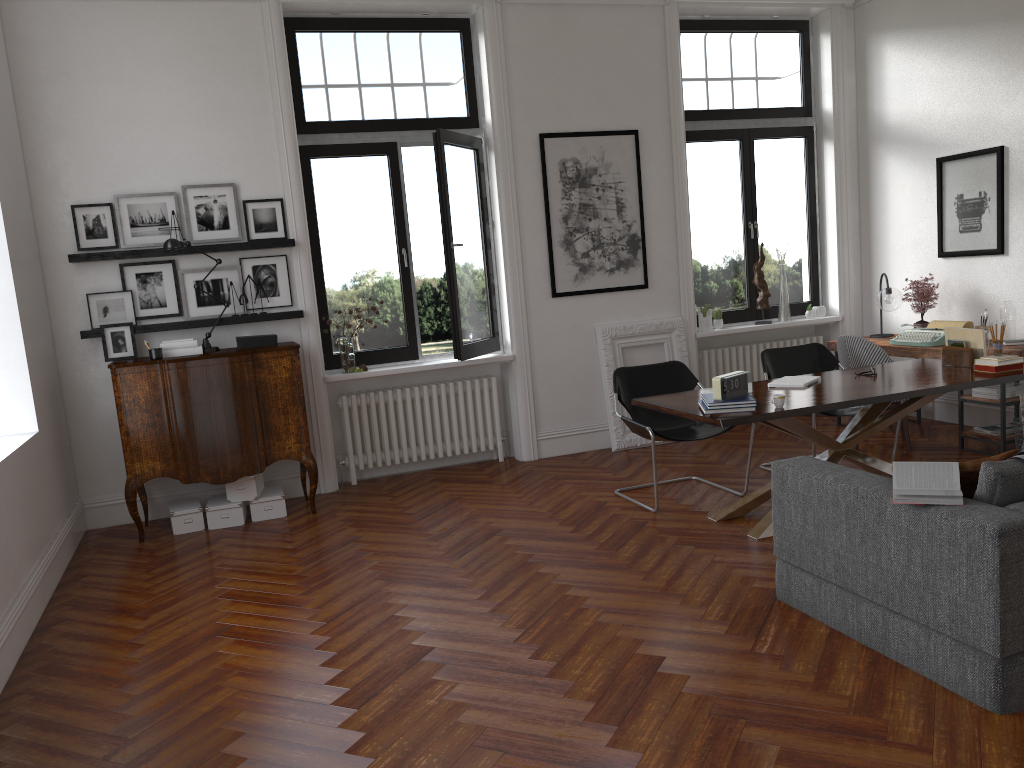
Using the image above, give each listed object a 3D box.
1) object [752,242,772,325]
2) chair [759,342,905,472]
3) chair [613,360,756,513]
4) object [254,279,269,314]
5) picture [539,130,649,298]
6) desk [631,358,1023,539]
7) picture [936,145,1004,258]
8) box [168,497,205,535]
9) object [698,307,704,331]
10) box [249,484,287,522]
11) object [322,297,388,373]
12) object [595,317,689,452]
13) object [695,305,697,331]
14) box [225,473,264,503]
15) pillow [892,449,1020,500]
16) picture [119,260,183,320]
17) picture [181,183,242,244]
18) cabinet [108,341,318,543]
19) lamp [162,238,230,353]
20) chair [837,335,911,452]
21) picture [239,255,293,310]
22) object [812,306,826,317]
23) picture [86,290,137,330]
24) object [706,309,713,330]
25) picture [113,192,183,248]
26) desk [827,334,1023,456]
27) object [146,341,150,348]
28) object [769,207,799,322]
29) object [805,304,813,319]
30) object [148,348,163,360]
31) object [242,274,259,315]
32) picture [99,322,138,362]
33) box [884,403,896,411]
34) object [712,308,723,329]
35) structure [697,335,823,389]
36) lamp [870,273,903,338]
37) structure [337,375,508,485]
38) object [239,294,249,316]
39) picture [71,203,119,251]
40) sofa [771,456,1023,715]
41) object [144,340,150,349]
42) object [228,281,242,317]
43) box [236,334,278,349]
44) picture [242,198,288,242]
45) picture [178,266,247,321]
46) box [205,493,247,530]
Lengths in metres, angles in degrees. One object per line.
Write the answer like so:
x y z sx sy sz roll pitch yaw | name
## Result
2.282 -0.921 8.112 0.165 0.756 0.142 -1 9 24 | object
2.197 0.180 6.239 0.752 0.875 0.744 -8 8 -18 | chair
1.089 0.323 5.877 0.752 0.875 0.744 -8 8 -18 | chair
-1.861 -0.649 6.572 0.110 0.263 0.040 -8 9 -18 | object
0.694 -1.422 7.391 0.882 1.327 0.035 -8 9 -18 | picture
1.970 0.374 5.340 2.224 0.754 1.027 -7 8 -18 | desk
3.645 -1.430 7.058 0.050 0.818 0.632 -8 8 -18 | picture
-2.303 0.937 6.267 0.209 0.177 0.393 -8 8 -23 | box
1.707 -0.586 7.994 0.051 0.214 0.051 -2 9 16 | object
-1.780 0.869 6.438 0.244 0.177 0.393 -7 8 -18 | box
-1.200 -0.404 7.039 0.317 0.601 0.540 3 11 42 | object
1.175 -0.004 7.626 0.829 1.065 0.233 -8 9 -18 | object
1.638 -0.593 7.990 0.051 0.239 0.051 -2 9 16 | object
-1.919 0.712 6.371 0.209 0.177 0.393 -6 8 -8 | box
1.740 0.439 3.481 0.470 0.398 0.329 -2 8 19 | pillow
-2.582 -0.670 6.347 0.373 0.407 0.020 -8 9 -18 | picture
-2.172 -1.236 6.419 0.369 0.410 0.020 -8 9 -18 | picture
-2.072 0.385 6.262 1.265 1.222 0.639 -8 9 -18 | cabinet
-2.190 -0.619 6.226 0.174 0.805 0.489 1 10 36 | lamp
2.809 0.045 6.823 0.547 0.902 0.715 -9 9 -25 | chair
-1.828 -0.755 6.597 0.343 0.385 0.020 -8 9 -18 | picture
2.920 -0.690 8.438 0.132 0.098 0.134 2 10 41 | object
-2.823 -0.523 6.256 0.299 0.254 0.020 -7 9 -18 | picture
1.778 -0.580 7.994 0.051 0.189 0.051 -2 9 16 | object
-2.575 -1.164 6.290 0.415 0.368 0.020 -8 9 -18 | picture
3.367 0.045 7.032 0.647 0.760 1.794 -8 8 -18 | desk
-2.413 -0.229 5.920 0.045 0.139 0.010 -8 9 -21 | object
2.540 -1.101 8.152 0.295 1.057 0.289 -7 9 -15 | object
2.784 -0.680 8.304 0.072 0.134 0.072 -4 8 7 | object
-2.377 -0.198 5.920 0.091 0.077 0.091 3 11 44 | object
-1.918 -0.656 6.522 0.118 0.300 0.040 -8 9 -18 | object
-2.736 -0.292 6.173 0.213 0.258 0.020 -8 9 -18 | picture
3.099 0.177 7.666 0.317 0.083 0.295 -7 8 -18 | box
1.880 -0.598 8.078 0.097 0.186 0.099 -4 8 5 | object
2.344 -0.005 8.377 1.452 0.781 0.225 -7 9 -18 | structure
3.178 -0.668 7.548 0.207 0.551 0.440 -4 8 5 | lamp
-0.741 0.392 7.368 1.452 0.781 0.225 -7 9 -18 | structure
-1.958 -0.577 6.480 0.066 0.161 0.040 -8 9 -18 | object
-2.907 -1.095 6.185 0.266 0.316 0.020 -8 9 -18 | picture
2.619 0.513 3.862 2.642 0.831 1.259 -7 8 -18 | sofa
-2.412 -0.233 5.895 0.050 0.119 0.010 -7 9 -15 | object
-2.036 -0.620 6.477 0.124 0.261 0.040 -8 9 -18 | object
-1.840 -0.308 6.397 0.282 0.087 0.208 -7 8 -18 | box
-1.821 -1.208 6.543 0.289 0.304 0.020 -8 9 -18 | picture
-2.187 -0.665 6.482 0.433 0.366 0.020 -7 9 -18 | picture
-2.031 0.906 6.324 0.244 0.177 0.393 -7 8 -13 | box
